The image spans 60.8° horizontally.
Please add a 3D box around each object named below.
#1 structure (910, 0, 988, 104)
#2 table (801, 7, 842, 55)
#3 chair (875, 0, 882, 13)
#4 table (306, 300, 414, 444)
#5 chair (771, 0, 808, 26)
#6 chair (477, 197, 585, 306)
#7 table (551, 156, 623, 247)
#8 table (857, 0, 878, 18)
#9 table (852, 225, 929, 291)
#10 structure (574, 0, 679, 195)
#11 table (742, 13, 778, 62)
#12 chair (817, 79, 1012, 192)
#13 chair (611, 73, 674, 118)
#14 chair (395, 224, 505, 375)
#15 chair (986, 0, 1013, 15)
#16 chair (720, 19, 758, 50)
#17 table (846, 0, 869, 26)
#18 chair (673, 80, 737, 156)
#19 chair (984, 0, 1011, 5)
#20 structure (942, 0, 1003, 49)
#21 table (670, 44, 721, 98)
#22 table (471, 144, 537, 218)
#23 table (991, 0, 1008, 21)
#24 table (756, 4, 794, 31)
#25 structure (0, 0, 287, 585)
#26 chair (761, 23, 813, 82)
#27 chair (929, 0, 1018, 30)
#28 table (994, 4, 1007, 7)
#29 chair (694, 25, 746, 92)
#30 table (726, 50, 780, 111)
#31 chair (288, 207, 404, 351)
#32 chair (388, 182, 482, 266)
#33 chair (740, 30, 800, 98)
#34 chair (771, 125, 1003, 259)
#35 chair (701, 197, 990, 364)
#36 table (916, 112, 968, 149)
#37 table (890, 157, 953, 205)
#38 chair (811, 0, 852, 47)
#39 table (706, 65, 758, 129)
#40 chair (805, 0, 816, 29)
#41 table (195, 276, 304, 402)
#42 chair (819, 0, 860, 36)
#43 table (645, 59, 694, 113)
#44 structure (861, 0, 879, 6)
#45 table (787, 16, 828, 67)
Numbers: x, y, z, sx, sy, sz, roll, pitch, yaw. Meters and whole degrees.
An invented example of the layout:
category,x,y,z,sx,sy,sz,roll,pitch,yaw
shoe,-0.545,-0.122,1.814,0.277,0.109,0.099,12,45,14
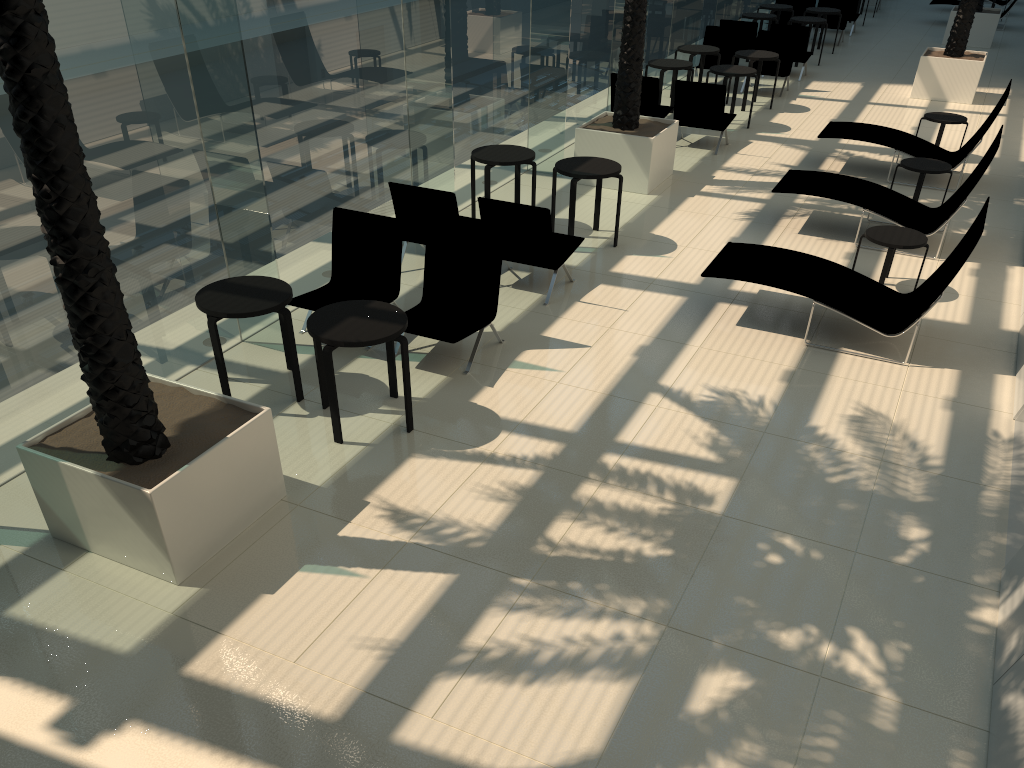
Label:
category,x,y,z,sx,sy,sz,roll,pitch,yaw
structure,7.686,-8.090,13.116,4.544,7.453,4.020,-18,38,-25
table,6.409,-7.365,18.199,0.673,0.845,0.630,-12,36,-18
chair,9.460,-10.419,23.123,0.704,0.961,0.829,16,36,21
table,-1.061,-0.090,6.189,0.676,0.845,0.627,-9,35,-14
chair,6.064,-8.134,19.321,0.704,0.961,0.829,16,36,21
chair,0.194,-1.379,8.199,0.704,0.961,0.829,16,36,21
table,0.775,-1.888,9.157,0.670,0.845,0.633,-14,37,-22
table,8.967,-9.856,22.313,0.673,0.845,0.630,-12,36,-18
table,3.598,-1.164,8.325,0.548,0.560,0.513,-11,35,-18
structure,1.389,-5.696,8.929,4.776,7.588,4.123,12,36,16
table,4.882,-6.951,17.486,0.670,0.845,0.633,-14,37,-22
chair,5.052,-3.285,11.134,2.004,1.253,0.861,15,36,20
chair,1.869,-4.033,12.552,0.704,0.961,0.829,16,36,21
chair,-0.568,-0.652,6.999,0.704,0.961,0.829,16,36,21
chair,12.456,-10.495,23.038,2.004,1.253,0.861,15,36,20
chair,4.335,-6.434,16.515,0.704,0.961,0.829,16,36,21
table,8.245,-9.163,21.168,0.670,0.845,0.633,-14,37,-22
chair,2.707,-3.827,12.240,0.704,0.961,0.829,16,36,21
chair,13.592,-11.602,24.864,2.004,1.253,0.861,15,36,20
structure,10.151,-10.689,17.464,4.640,7.387,3.931,3,34,3
table,3.046,-5.153,14.517,0.673,0.845,0.630,-12,36,-18
table,-0.097,-2.102,9.481,0.670,0.845,0.633,-14,37,-22
table,12.174,-9.515,22.112,0.548,0.560,0.513,-11,35,-18
table,5.537,-7.579,18.523,0.673,0.845,0.630,-12,36,-18
structure,-2.231,-2.199,3.156,4.456,7.588,4.417,3,34,3
chair,5.173,-6.228,16.203,0.704,0.961,0.829,16,36,21
chair,11.320,-9.389,21.212,2.004,1.253,0.861,15,36,20
table,13.309,-10.621,23.938,0.548,0.560,0.513,-11,35,-18
chair,3.572,-5.707,15.315,0.704,0.961,0.829,16,36,21
table,3.917,-4.938,14.193,0.673,0.845,0.630,-12,36,-18
chair,-1.407,-0.859,7.311,0.704,0.961,0.829,16,36,21
chair,-0.644,-1.586,8.511,0.704,0.961,0.829,16,36,21
chair,4.410,-5.501,15.003,0.704,0.961,0.829,16,36,21
chair,3.916,-2.179,9.308,2.004,1.253,0.861,15,36,20
chair,2.745,-1.038,7.425,2.004,1.253,0.861,15,36,20
table,5.905,-3.410,12.034,0.545,0.560,0.516,-14,36,-22
table,4.770,-2.304,10.208,0.548,0.560,0.513,-11,35,-18
chair,6.902,-7.927,19.009,0.704,0.961,0.829,16,36,21
table,3.277,-4.325,13.180,0.670,0.845,0.633,-14,37,-22
chair,6.832,-8.866,20.530,0.704,0.961,0.829,16,36,21
table,-1.933,-0.304,6.513,0.676,0.845,0.627,-9,35,-14
chair,7.670,-8.660,20.218,0.704,0.961,0.829,16,36,21
table,2.406,-4.539,13.505,0.670,0.845,0.633,-14,37,-22
structure,9.838,-13.929,22.522,4.621,7.588,4.267,29,43,35
table,5.754,-6.736,17.162,0.670,0.845,0.633,-14,37,-22
